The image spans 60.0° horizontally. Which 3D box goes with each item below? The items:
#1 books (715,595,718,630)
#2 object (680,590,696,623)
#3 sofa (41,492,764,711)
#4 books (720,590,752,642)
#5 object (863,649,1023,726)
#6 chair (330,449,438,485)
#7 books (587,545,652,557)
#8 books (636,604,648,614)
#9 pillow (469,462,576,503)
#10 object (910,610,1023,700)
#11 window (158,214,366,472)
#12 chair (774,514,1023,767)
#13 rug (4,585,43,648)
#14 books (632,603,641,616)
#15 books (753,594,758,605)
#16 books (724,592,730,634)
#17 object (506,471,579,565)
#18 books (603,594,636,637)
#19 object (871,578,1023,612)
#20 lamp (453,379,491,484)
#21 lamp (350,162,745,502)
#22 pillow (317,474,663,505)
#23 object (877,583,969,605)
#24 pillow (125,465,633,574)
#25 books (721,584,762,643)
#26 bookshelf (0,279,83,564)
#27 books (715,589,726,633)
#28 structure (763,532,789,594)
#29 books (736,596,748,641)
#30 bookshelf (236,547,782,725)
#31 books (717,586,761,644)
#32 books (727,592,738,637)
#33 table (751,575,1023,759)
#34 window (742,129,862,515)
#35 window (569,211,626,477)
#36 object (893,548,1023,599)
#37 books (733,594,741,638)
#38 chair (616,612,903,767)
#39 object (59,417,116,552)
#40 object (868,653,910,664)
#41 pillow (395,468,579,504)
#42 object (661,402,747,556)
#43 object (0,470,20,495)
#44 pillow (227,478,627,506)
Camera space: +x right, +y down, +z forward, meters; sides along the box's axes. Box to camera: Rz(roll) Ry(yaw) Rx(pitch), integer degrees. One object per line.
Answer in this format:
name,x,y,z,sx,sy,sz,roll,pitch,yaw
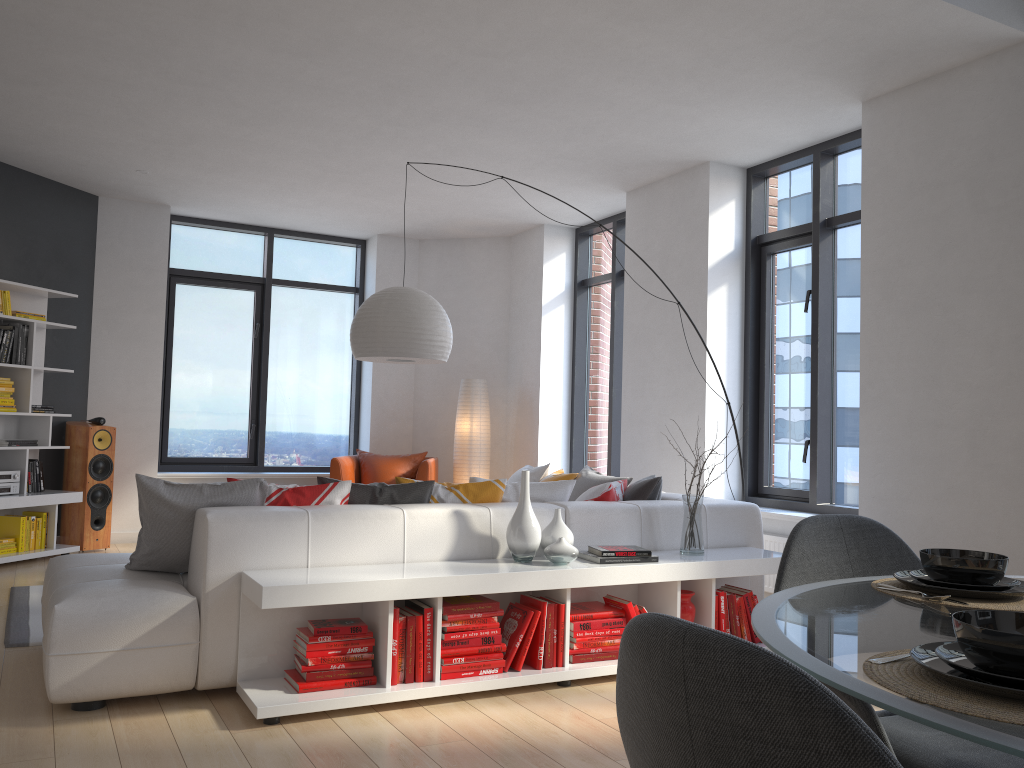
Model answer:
books,0.918,1.117,4.225,0.026,0.250,0.168,3,-3,-28
object,0.800,1.107,4.172,0.125,0.258,0.125,-1,-4,39
sofa,-0.749,0.953,5.066,3.424,0.732,2.614,3,-3,-28
books,1.081,1.136,4.325,0.083,0.233,0.178,3,-3,-28
object,0.627,0.372,1.096,0.360,0.002,0.360,-1,-4,37
chair,-1.131,1.035,8.077,0.896,0.858,0.843,1,-3,4
books,0.486,0.759,4.025,0.238,0.027,0.188,2,-3,-15
books,0.614,1.117,4.085,0.186,0.223,0.188,3,-3,-28
pillow,-0.010,0.721,5.442,0.580,0.456,2.156,2,-3,-2
object,0.635,0.334,1.101,0.258,0.074,0.258,-1,-4,42
window,-2.443,-0.339,8.742,1.960,2.402,0.170,3,-3,-28
chair,0.872,0.745,1.827,0.655,0.891,0.619,3,-3,-22
rug,-1.723,1.300,5.373,2.326,0.016,1.662,3,-3,-28
books,0.565,1.108,4.059,0.148,0.232,0.171,3,-3,-26
books,1.168,1.143,4.386,0.103,0.230,0.173,3,-3,-28
books,0.975,1.117,4.262,0.056,0.262,0.185,3,-3,-28
object,0.132,0.585,3.933,0.316,0.398,0.319,2,-3,-4
books,0.520,1.097,4.043,0.134,0.248,0.192,3,-3,-28
object,0.908,0.415,1.764,0.360,0.002,0.360,1,-3,14
lamp,-0.203,0.728,8.268,0.804,1.550,0.502,0,-3,22
lamp,0.638,0.033,5.073,3.199,2.647,0.710,1,-3,8
pillow,0.009,0.678,4.562,2.120,0.436,0.608,4,-4,-32
object,0.900,0.407,1.760,0.309,0.015,0.206,3,-3,-24
pillow,-0.516,0.663,4.649,2.953,0.453,0.647,4,-4,-40
books,1.140,1.129,4.369,0.116,0.255,0.198,3,-3,-28
bookshelf,-3.992,0.227,5.597,0.455,2.052,3.000,1,-3,17
books,0.946,1.110,4.249,0.050,0.268,0.198,3,-3,-28
structure,1.714,1.182,5.510,0.110,0.460,1.015,3,-3,-28
books,1.061,1.136,4.311,0.081,0.230,0.165,3,-3,-28
bookshelf,0.176,1.032,3.874,2.600,0.500,0.356,3,-3,-28
books,1.112,1.131,4.350,0.119,0.249,0.187,3,-3,-28
books,1.002,1.123,4.286,0.076,0.252,0.199,3,-3,-28
table,1.109,0.777,1.253,1.499,0.764,1.499,4,-4,-39
window,2.034,-0.367,5.777,0.170,2.402,1.310,3,-3,-28
window,0.948,-0.291,7.804,0.170,2.402,1.310,3,-3,-28
object,0.904,0.377,1.776,0.258,0.074,0.258,-1,-4,42
books,1.033,1.127,4.290,0.066,0.247,0.175,3,-3,-28
chair,0.422,0.686,0.946,0.619,0.891,0.655,3,-3,-27
object,-3.502,0.811,7.259,0.434,1.088,0.290,0,-4,32
object,0.631,0.364,1.091,0.206,0.015,0.309,3,-3,-24
pillow,-0.067,0.721,5.128,0.630,0.440,2.095,1,-3,19
object,0.930,0.452,4.276,0.406,0.744,0.607,1,-3,12
object,-3.792,0.717,6.444,0.270,0.174,0.285,1,-3,17
pillow,-0.276,0.687,4.400,2.250,0.449,0.575,3,-4,-31
